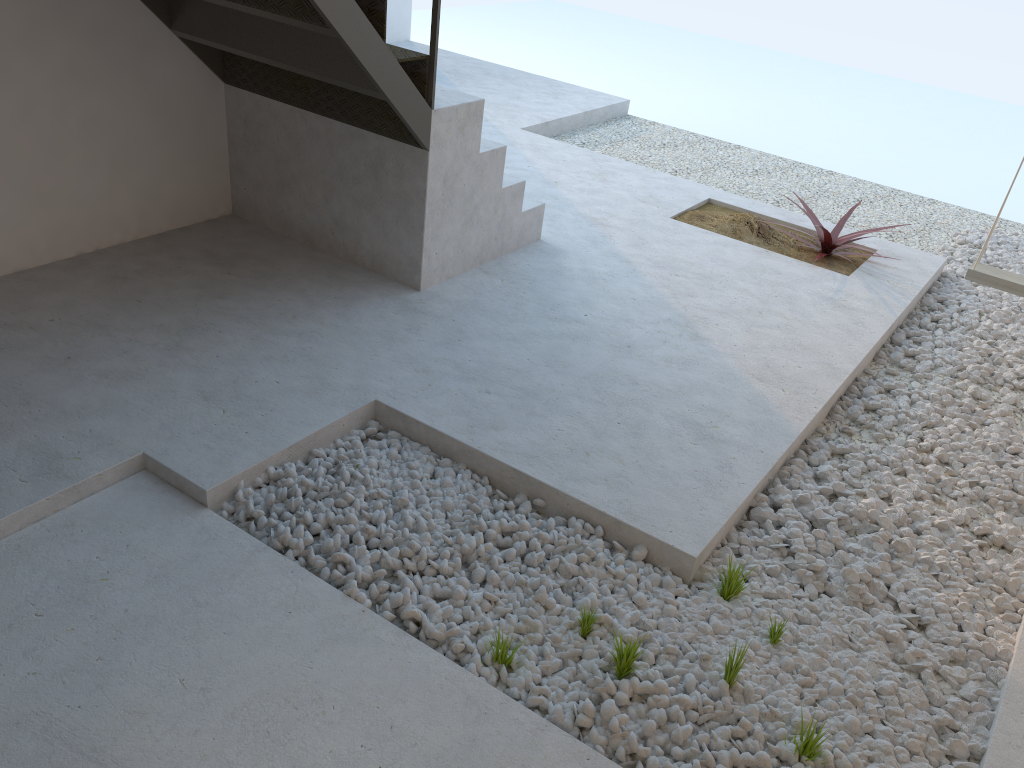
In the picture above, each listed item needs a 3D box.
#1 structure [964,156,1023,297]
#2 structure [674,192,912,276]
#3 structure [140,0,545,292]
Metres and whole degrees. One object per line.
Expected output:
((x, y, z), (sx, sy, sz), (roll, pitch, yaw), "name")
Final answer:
((2.280, -1.185, 3.233), (0.455, 1.949, 0.125), (25, 37, 24), "structure")
((1.513, -0.863, 4.813), (1.185, 0.305, 0.726), (25, 35, 25), "structure")
((-1.937, -1.490, 1.152), (1.140, 4.123, 6.369), (26, 36, 26), "structure")
